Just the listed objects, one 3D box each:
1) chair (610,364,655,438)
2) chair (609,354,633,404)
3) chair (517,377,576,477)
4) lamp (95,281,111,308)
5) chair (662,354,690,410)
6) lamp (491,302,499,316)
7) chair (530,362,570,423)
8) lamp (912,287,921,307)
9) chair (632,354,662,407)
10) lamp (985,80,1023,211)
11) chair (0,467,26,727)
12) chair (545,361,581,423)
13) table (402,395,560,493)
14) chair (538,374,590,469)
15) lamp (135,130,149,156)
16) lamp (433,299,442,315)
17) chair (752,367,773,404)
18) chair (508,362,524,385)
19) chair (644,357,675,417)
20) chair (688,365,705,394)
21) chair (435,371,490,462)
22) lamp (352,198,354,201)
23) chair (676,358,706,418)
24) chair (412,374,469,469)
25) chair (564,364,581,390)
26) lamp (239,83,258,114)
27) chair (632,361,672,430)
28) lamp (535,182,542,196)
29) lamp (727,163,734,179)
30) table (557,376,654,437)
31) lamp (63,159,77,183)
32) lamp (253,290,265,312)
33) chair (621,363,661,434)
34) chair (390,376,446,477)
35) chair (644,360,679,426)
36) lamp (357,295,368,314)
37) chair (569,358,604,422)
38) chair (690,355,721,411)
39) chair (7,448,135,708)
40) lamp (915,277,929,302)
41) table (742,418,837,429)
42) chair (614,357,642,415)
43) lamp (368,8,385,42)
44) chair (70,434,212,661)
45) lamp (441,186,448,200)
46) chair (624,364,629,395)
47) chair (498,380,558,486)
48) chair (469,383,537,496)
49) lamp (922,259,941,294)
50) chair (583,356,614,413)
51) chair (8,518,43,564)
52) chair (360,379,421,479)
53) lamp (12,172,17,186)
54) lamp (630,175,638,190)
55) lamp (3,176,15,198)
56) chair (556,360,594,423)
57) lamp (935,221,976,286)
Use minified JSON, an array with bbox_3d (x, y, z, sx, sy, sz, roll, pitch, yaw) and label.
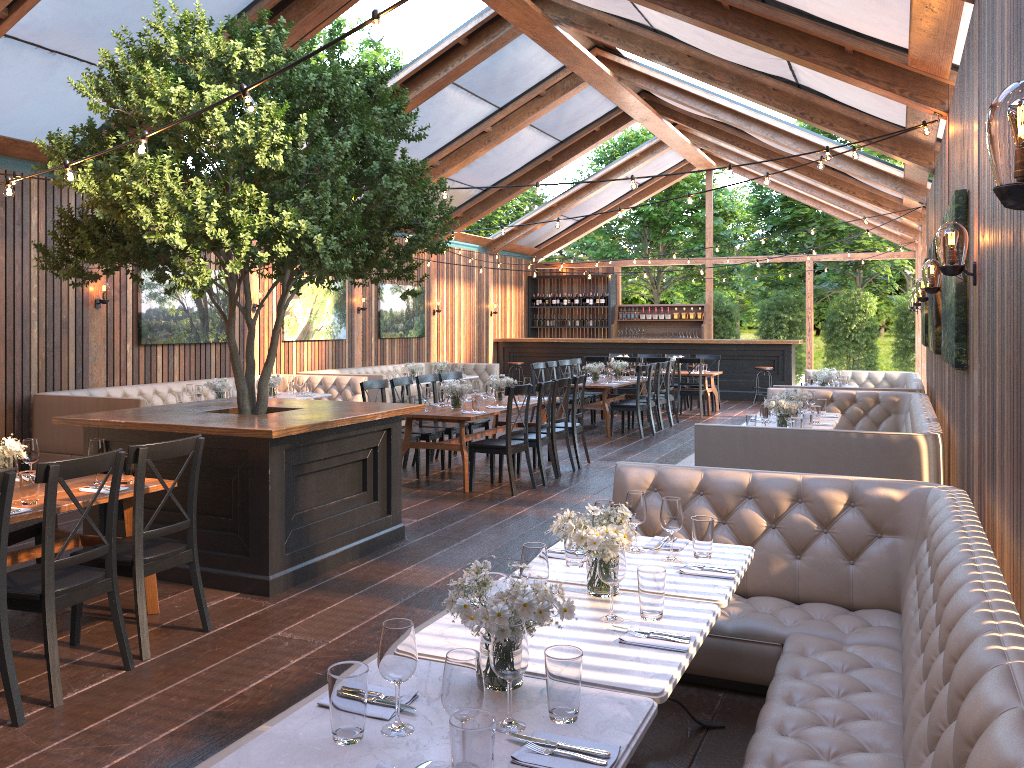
[{"bbox_3d":[1.725,0.231,12.733,0.539,1.020,0.477,1,1,31],"label":"chair"},{"bbox_3d":[2.089,-0.074,17.264,0.477,1.020,0.540,0,1,19],"label":"chair"},{"bbox_3d":[0.364,0.443,9.593,0.539,1.020,0.477,0,1,26],"label":"chair"},{"bbox_3d":[-4.804,-1.049,10.397,0.178,0.320,0.146,0,1,24],"label":"lamp"},{"bbox_3d":[3.116,-0.044,16.816,0.477,1.020,0.540,0,1,19],"label":"chair"},{"bbox_3d":[-0.398,-1.730,20.491,0.178,0.320,0.146,0,1,24],"label":"lamp"},{"bbox_3d":[0.559,0.198,13.235,0.539,1.020,0.477,0,1,24],"label":"chair"},{"bbox_3d":[5.481,-1.151,11.913,0.178,0.320,0.146,0,1,24],"label":"lamp"},{"bbox_3d":[2.602,-0.059,17.040,0.477,1.020,0.540,0,1,24],"label":"chair"},{"bbox_3d":[1.081,-0.472,1.833,0.178,0.320,0.146,0,1,24],"label":"lamp"},{"bbox_3d":[-2.286,0.856,3.468,0.539,1.020,0.477,0,1,29],"label":"chair"},{"bbox_3d":[0.784,0.163,13.749,0.539,1.020,0.478,0,1,19],"label":"chair"},{"bbox_3d":[-0.334,0.587,9.617,0.950,0.729,2.435,1,4,24],"label":"table"},{"bbox_3d":[0.588,0.409,10.106,0.539,1.020,0.478,0,1,19],"label":"chair"},{"bbox_3d":[-1.646,-1.073,3.939,0.060,0.119,0.056,0,1,-30],"label":"lamp"},{"bbox_3d":[-1.502,-1.559,17.961,0.178,0.320,0.146,0,1,24],"label":"lamp"},{"bbox_3d":[5.101,0.024,17.918,0.468,0.735,0.468,0,1,11],"label":"chair"},{"bbox_3d":[0.086,-0.124,20.107,0.468,0.735,0.468,1,1,31],"label":"chair"},{"bbox_3d":[2.611,0.034,15.661,0.477,1.020,0.540,0,1,24],"label":"chair"},{"bbox_3d":[3.847,-0.013,18.465,0.468,0.735,0.468,-1,2,-43],"label":"chair"},{"bbox_3d":[-0.583,0.374,10.617,0.539,1.020,0.477,0,1,29],"label":"chair"},{"bbox_3d":[-1.306,-1.562,7.277,0.056,0.121,0.056,-1,1,-41],"label":"lamp"},{"bbox_3d":[3.125,0.049,15.437,0.477,1.020,0.540,0,1,19],"label":"chair"},{"bbox_3d":[-0.807,0.409,10.104,0.539,1.020,0.477,0,1,24],"label":"chair"},{"bbox_3d":[1.340,-0.087,19.560,0.468,0.735,0.468,0,1,7],"label":"chair"},{"bbox_3d":[-1.043,-1.126,3.501,0.074,0.115,0.056,0,1,-23],"label":"lamp"},{"bbox_3d":[2.169,0.162,13.755,0.539,1.020,0.477,0,1,29],"label":"chair"},{"bbox_3d":[0.212,-1.568,7.107,0.056,0.120,0.056,0,1,11],"label":"lamp"},{"bbox_3d":[1.727,-1.681,6.991,0.062,0.119,0.056,0,1,-25],"label":"lamp"},{"bbox_3d":[1.471,0.308,13.752,0.950,0.729,2.435,1,4,24],"label":"table"},{"bbox_3d":[-2.215,-1.068,4.438,0.060,0.119,0.056,1,1,38],"label":"lamp"},{"bbox_3d":[-3.696,-1.220,12.935,0.178,0.320,0.146,0,1,24],"label":"lamp"},{"bbox_3d":[1.926,0.195,13.264,0.539,1.020,0.478,0,1,20],"label":"chair"},{"bbox_3d":[-1.031,0.443,9.590,0.539,1.020,0.478,0,1,19],"label":"chair"},{"bbox_3d":[2.387,0.128,14.271,0.539,1.020,0.477,0,1,24],"label":"chair"},{"bbox_3d":[-2.602,-1.389,15.441,0.178,0.320,0.146,0,1,24],"label":"lamp"},{"bbox_3d":[1.232,0.094,14.775,0.539,1.020,0.477,0,1,24],"label":"chair"},{"bbox_3d":[3.629,-0.029,16.592,0.477,1.020,0.540,0,1,29],"label":"chair"},{"bbox_3d":[-2.076,0.821,3.987,0.539,1.020,0.478,0,1,19],"label":"chair"},{"bbox_3d":[4.387,-0.982,9.407,0.178,0.320,0.146,0,1,24],"label":"lamp"},{"bbox_3d":[2.598,0.705,8.291,0.799,0.672,0.800,1,2,24],"label":"table"},{"bbox_3d":[2.098,0.019,15.885,0.477,1.020,0.540,0,1,19],"label":"chair"},{"bbox_3d":[-0.460,-1.222,3.007,0.056,0.119,0.059,0,1,28],"label":"lamp"},{"bbox_3d":[-1.896,0.785,4.520,0.539,1.020,0.477,0,1,24],"label":"chair"},{"bbox_3d":[-0.545,-1.558,7.198,0.056,0.121,0.056,0,1,4],"label":"lamp"},{"bbox_3d":[2.594,-0.050,19.013,0.468,0.735,0.468,0,1,-1],"label":"chair"},{"bbox_3d":[0.162,0.478,9.069,0.539,1.020,0.478,0,1,19],"label":"chair"},{"bbox_3d":[-0.095,0.512,8.571,0.539,1.020,0.477,0,1,29],"label":"chair"},{"bbox_3d":[3.279,-0.811,6.869,0.178,0.320,0.146,0,1,24],"label":"lamp"},{"bbox_3d":[1.584,0.004,16.109,0.477,1.020,0.540,0,1,24],"label":"chair"},{"bbox_3d":[-3.003,0.751,5.022,0.539,1.020,0.478,0,1,7],"label":"chair"},{"bbox_3d":[-1.256,0.478,9.077,0.539,1.020,0.477,0,1,24],"label":"chair"},{"bbox_3d":[-4.316,-1.773,7.664,0.056,0.121,0.056,0,1,6],"label":"lamp"},{"bbox_3d":[0.971,-1.606,7.040,0.056,0.120,0.056,0,1,-10],"label":"lamp"},{"bbox_3d":[-2.800,-1.097,4.926,0.056,0.121,0.056,1,1,43],"label":"lamp"},{"bbox_3d":[1.007,0.128,14.261,0.539,1.020,0.477,0,1,29],"label":"chair"},{"bbox_3d":[2.181,-0.641,4.352,0.178,0.320,0.146,0,1,24],"label":"lamp"}]
